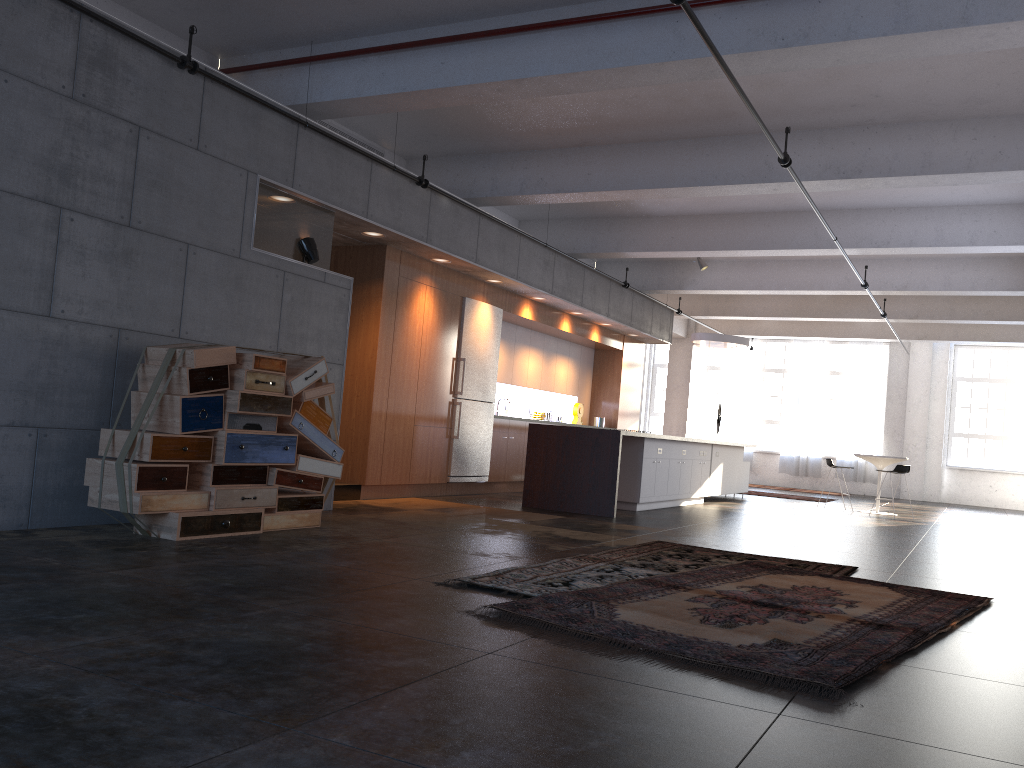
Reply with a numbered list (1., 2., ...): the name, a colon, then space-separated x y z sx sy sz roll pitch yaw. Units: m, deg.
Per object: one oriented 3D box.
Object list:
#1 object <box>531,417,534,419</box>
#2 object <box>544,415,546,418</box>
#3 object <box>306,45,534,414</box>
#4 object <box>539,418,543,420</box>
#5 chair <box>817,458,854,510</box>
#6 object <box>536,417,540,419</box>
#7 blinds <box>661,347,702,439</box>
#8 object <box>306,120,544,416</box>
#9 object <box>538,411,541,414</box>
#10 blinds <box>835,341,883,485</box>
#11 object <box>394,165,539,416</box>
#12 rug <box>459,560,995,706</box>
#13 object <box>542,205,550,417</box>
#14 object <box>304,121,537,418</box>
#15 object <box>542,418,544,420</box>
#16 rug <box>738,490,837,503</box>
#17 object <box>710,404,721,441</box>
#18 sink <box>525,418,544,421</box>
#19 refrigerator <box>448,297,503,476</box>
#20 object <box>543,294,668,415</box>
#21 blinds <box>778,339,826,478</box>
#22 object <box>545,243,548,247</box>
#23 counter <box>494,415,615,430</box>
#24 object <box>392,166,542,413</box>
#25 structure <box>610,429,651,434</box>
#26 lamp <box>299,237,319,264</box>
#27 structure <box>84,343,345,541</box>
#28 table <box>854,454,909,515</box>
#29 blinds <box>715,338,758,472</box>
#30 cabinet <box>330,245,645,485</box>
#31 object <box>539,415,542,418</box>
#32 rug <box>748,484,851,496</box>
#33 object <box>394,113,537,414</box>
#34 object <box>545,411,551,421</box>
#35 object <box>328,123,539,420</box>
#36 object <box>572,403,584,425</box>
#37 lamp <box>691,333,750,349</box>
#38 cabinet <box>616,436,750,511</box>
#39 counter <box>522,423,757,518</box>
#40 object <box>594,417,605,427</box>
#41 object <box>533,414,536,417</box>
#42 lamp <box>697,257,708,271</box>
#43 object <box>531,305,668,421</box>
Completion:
1. object: -3.862 0.459 8.853 0.053 1.095 13.028 3 -3 40
2. object: -3.340 -1.130 9.411 0.060 2.209 12.078 3 -3 41
3. object: 0.358 0.461 13.873 0.052 0.053 0.062 5 -3 -15
4. object: 1.589 -0.435 14.829 2.984 2.308 0.056 7 -3 -44
5. chair: 5.345 1.690 14.580 0.503 0.895 0.465 5 -2 4
6. object: 0.401 0.525 13.786 0.051 0.053 0.062 4 -3 9
7. blinds: 4.559 0.330 23.623 1.008 3.711 0.320 4 -2 25
8. object: -0.608 -0.848 10.609 0.052 2.167 6.968 4 -3 20
9. object: -1.343 -0.996 9.272 0.058 2.163 10.059 4 -3 22
10. blinds: 8.560 0.539 21.595 1.012 3.748 0.348 4 -2 25
11. object: -0.348 -0.796 11.170 0.056 2.188 5.709 4 -3 18
12. rug: 1.448 1.219 4.885 1.837 0.048 3.599 2 -4 37
13. object: 0.455 0.498 13.850 0.065 0.053 0.050 6 -3 -25
14. object: 0.381 0.510 13.872 0.052 0.053 0.062 6 -3 -19
15. object: 0.471 0.554 13.834 0.060 0.053 0.054 4 -3 15
16. rug: 4.967 2.200 17.866 2.834 0.029 1.889 3 -3 27
17. object: 4.769 1.413 21.117 1.159 1.918 1.075 4 -2 27
18. sink: 0.071 0.594 12.972 0.514 0.192 0.743 3 -3 27
19. refrigerator: -0.500 0.064 11.228 0.216 2.189 0.972 4 -2 25
20. object: 0.494 0.464 13.859 0.054 0.060 0.056 7 -3 -40
21. blinds: 7.354 0.477 22.189 1.019 3.695 0.344 4 -2 23
22. object: 0.444 0.503 13.905 0.051 0.053 0.063 3 -3 34
23. counter: 0.095 0.578 13.998 1.579 0.039 4.542 3 -3 28
24. object: 0.469 0.460 13.904 0.062 0.051 0.054 4 -3 20
25. structure: 1.642 0.672 12.218 0.503 0.071 0.652 3 -3 27
26. lamp: -1.786 -1.153 7.732 0.210 0.258 0.172 4 -2 9
27. structure: -1.953 0.383 6.326 0.627 1.314 1.948 4 -3 28
28. table: 6.053 1.659 14.600 0.814 0.951 0.844 4 -3 27
29. blinds: 5.864 0.404 22.939 1.014 3.672 0.367 4 -2 26
30. cabinet: -0.556 0.080 13.510 2.337 2.560 8.255 3 -3 28
31. object: 0.456 -0.653 12.635 0.053 2.226 2.420 5 -3 4
32. rug: 6.443 2.513 21.322 3.075 0.009 1.848 3 -3 26
33. object: 0.369 0.445 13.808 0.051 0.059 0.058 6 -3 -28
34. object: 0.587 0.522 14.546 0.059 0.209 0.147 4 -3 28
35. object: -0.912 -1.109 11.293 0.057 2.865 6.068 4 -3 29
36. object: 1.123 0.511 15.000 0.098 0.381 0.279 4 -3 28
37. lamp: 3.537 -0.755 15.567 1.020 0.130 1.067 6 -3 -16
38. cabinet: 2.525 1.333 13.491 0.906 0.929 5.752 3 -3 28
39. counter: 2.228 1.251 12.947 1.122 0.970 6.778 3 -3 28
40. object: 1.532 0.672 15.509 0.192 0.170 0.189 5 -3 -14
41. object: 0.349 0.493 13.818 0.052 0.053 0.062 4 -3 19
42. lamp: 3.022 -1.950 14.110 0.220 0.286 0.133 4 -2 10
43. object: -3.982 0.390 8.863 0.929 1.214 13.475 3 -3 38
